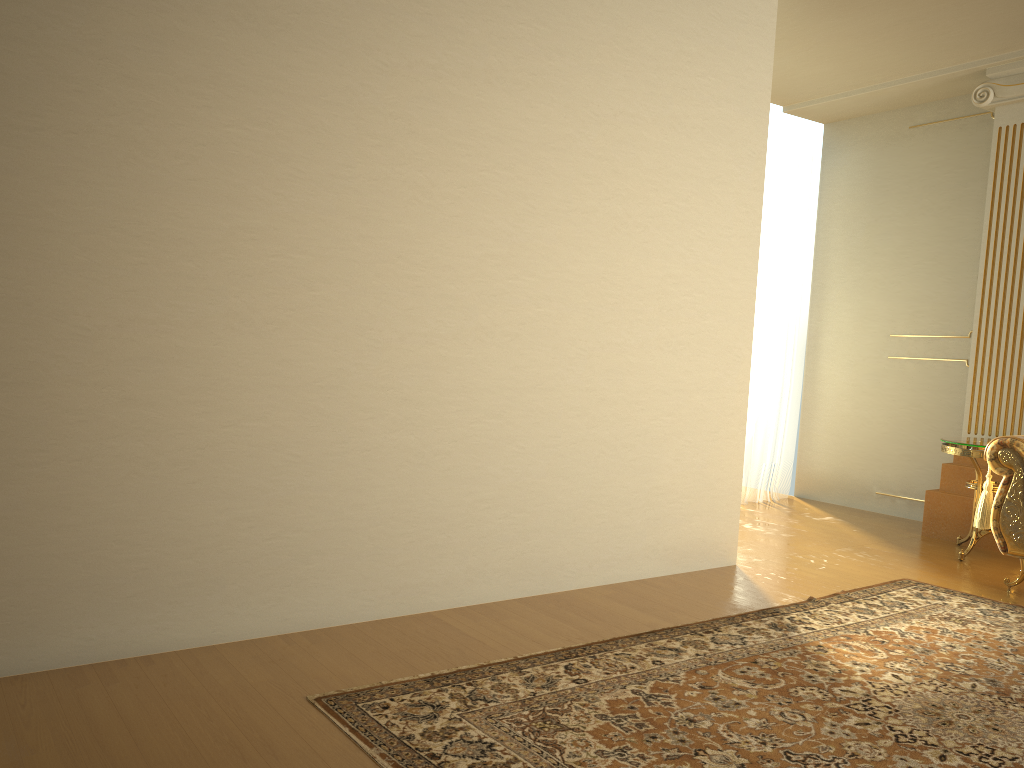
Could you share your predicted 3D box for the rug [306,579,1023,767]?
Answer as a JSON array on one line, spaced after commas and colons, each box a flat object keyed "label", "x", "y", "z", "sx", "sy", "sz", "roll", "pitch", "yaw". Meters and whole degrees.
[{"label": "rug", "x": 1.264, "y": 0.989, "z": 2.585, "sx": 3.077, "sy": 0.017, "sz": 2.106, "roll": 1, "pitch": 3, "yaw": -35}]

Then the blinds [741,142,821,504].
[{"label": "blinds", "x": 1.320, "y": -0.399, "z": 5.917, "sx": 2.165, "sy": 2.523, "sz": 0.163, "roll": 0, "pitch": 7, "yaw": -32}]

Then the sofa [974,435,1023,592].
[{"label": "sofa", "x": 3.001, "y": 0.593, "z": 3.637, "sx": 0.693, "sy": 0.876, "sz": 1.883, "roll": -1, "pitch": 5, "yaw": -35}]

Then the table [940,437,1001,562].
[{"label": "table", "x": 2.640, "y": 0.642, "z": 4.863, "sx": 0.571, "sy": 0.647, "sz": 0.568, "roll": 3, "pitch": 5, "yaw": 10}]
